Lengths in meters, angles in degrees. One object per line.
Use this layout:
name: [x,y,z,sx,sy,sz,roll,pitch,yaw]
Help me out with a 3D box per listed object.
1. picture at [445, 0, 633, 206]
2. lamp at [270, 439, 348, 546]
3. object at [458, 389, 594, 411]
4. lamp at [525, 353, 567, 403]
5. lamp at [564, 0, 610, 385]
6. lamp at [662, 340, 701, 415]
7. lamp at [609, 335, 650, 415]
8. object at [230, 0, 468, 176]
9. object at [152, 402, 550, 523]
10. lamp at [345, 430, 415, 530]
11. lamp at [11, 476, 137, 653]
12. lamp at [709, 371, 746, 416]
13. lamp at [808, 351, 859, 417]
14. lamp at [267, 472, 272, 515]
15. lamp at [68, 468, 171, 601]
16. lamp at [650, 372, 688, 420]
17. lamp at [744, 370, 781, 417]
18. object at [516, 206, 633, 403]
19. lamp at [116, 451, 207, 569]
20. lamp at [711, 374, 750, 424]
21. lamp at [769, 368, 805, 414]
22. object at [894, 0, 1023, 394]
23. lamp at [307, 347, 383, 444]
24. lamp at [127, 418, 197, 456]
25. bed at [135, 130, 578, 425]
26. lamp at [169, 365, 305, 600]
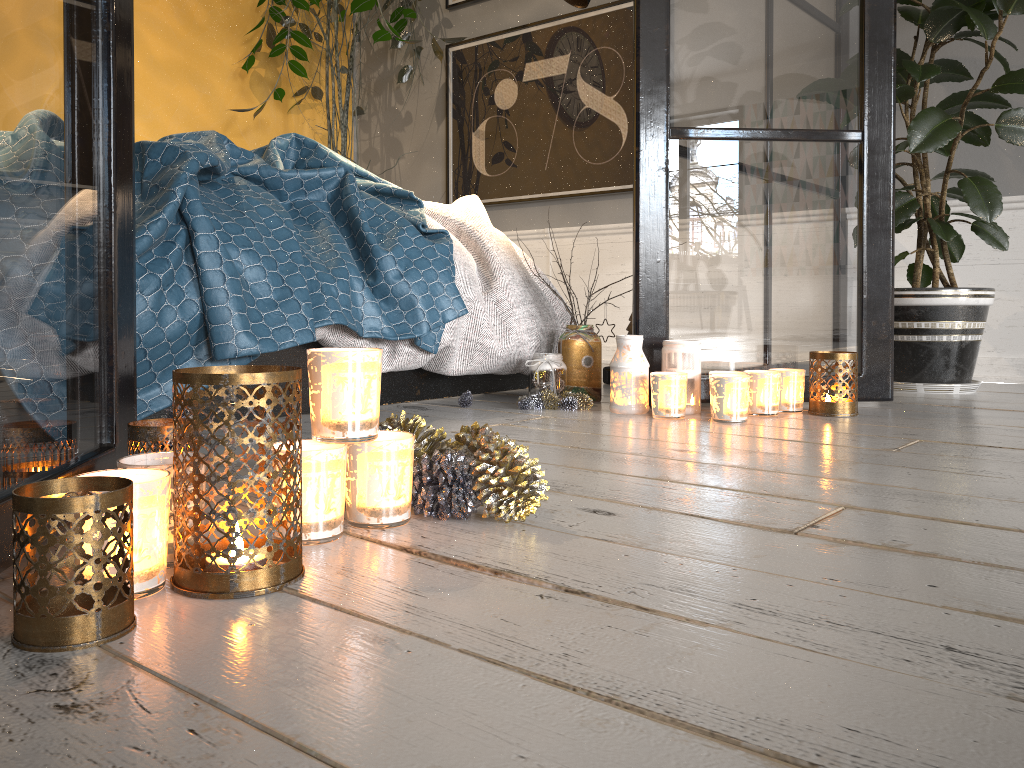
picture: [1.223,-1.427,0.520,7.302,1.791,4.047,4,6,39]
lamp: [-0.213,0.113,0.928,0.081,0.098,0.081,0,3,-10]
object: [0.030,0.039,2.107,0.326,0.053,0.088,0,4,3]
lamp: [0.087,-0.009,2.181,0.096,0.131,0.109,0,3,10]
lamp: [0.322,-0.761,2.743,0.403,1.523,0.232,-1,1,-21]
lamp: [0.388,-0.016,2.019,0.092,0.166,0.089,0,2,6]
lamp: [0.270,-0.022,2.033,0.092,0.179,0.092,-1,2,-30]
object: [-0.794,-1.234,4.227,1.249,2.200,1.346,1,2,26]
object: [-0.258,0.090,1.177,0.717,0.117,0.192,3,5,28]
lamp: [-0.150,0.107,0.994,0.081,0.098,0.081,0,3,-10]
lamp: [-0.327,0.132,0.663,0.084,0.110,0.084,1,3,15]
lamp: [0.476,0.023,1.957,0.081,0.098,0.081,0,3,-10]
lamp: [0.725,-0.002,1.997,0.107,0.140,0.108,0,3,3]
lamp: [-0.253,0.113,1.039,0.069,0.080,0.069,-3,4,-43]
lamp: [-0.333,0.128,0.754,0.081,0.098,0.081,0,3,-10]
lamp: [0.342,0.025,1.930,0.080,0.098,0.081,0,3,4]
lamp: [0.560,0.020,1.982,0.081,0.098,0.081,0,3,-10]
object: [0.201,-0.215,2.304,0.437,0.521,0.279,0,2,-10]
lamp: [-0.334,0.120,0.846,0.081,0.098,0.081,0,3,-10]
lamp: [0.461,0.030,1.869,0.081,0.098,0.081,0,3,-10]
lamp: [0.633,0.016,2.036,0.081,0.098,0.081,0,3,-10]
object: [0.293,-0.766,1.298,1.012,1.790,3.904,2,4,39]
lamp: [-0.180,0.011,0.957,0.081,0.098,0.081,0,3,-10]
lamp: [-0.413,0.098,1.048,0.081,0.106,0.081,2,3,39]
bed: [-1.182,-0.371,2.587,2.325,0.768,1.901,4,6,40]
lamp: [-0.244,0.080,0.787,0.115,0.186,0.115,2,3,38]
